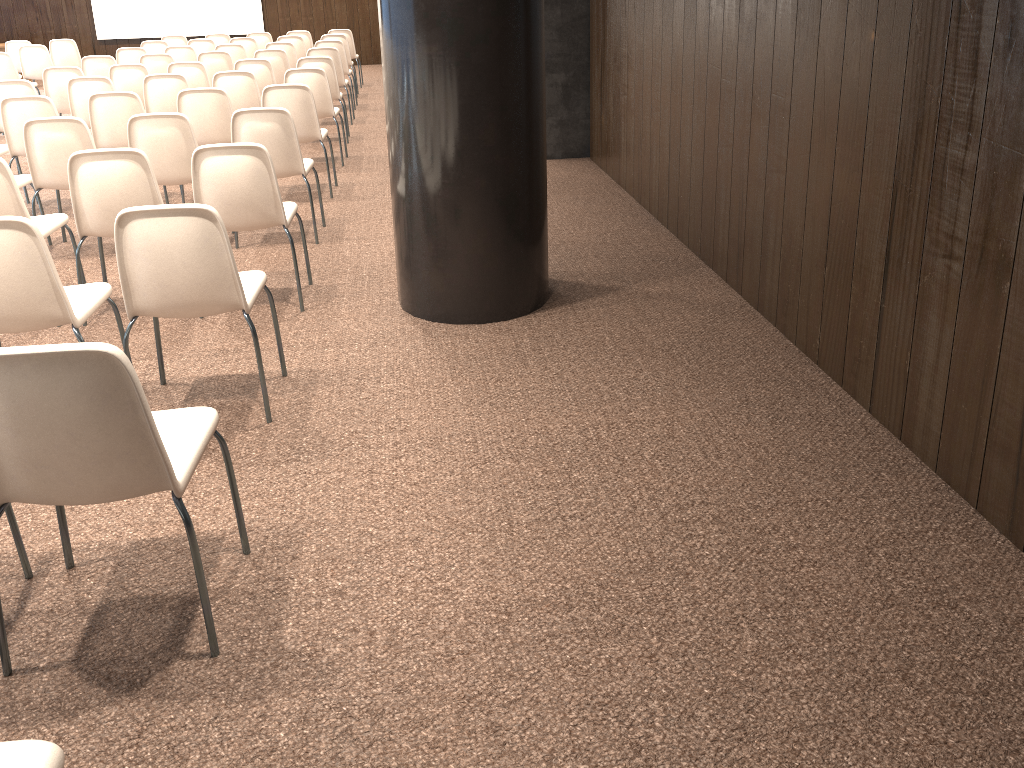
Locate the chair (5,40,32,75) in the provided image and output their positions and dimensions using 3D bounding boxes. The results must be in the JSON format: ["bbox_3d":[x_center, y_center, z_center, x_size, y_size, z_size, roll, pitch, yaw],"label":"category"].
[{"bbox_3d":[-7.183,-4.675,13.054,0.532,0.858,0.585,-4,21,-6],"label":"chair"}]

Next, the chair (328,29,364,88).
[{"bbox_3d":[-2.621,-5.064,13.609,0.532,0.858,0.585,-3,21,-4],"label":"chair"}]

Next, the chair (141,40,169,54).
[{"bbox_3d":[-4.869,-4.348,12.218,0.532,0.858,0.585,-4,21,-7],"label":"chair"}]

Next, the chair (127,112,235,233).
[{"bbox_3d":[-2.132,-1.318,5.587,0.532,0.858,0.585,-4,21,-5],"label":"chair"}]

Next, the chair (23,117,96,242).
[{"bbox_3d":[-2.725,-1.279,5.540,0.532,0.858,0.585,-3,21,-5],"label":"chair"}]

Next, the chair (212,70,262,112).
[{"bbox_3d":[-2.422,-2.402,7.917,0.532,0.858,0.585,-4,21,-6],"label":"chair"}]

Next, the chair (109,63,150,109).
[{"bbox_3d":[-3.755,-2.812,8.872,0.532,0.858,0.585,-4,21,-6],"label":"chair"}]

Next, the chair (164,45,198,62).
[{"bbox_3d":[-4.106,-3.854,11.117,0.532,0.858,0.585,-4,21,-5],"label":"chair"}]

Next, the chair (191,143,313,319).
[{"bbox_3d":[-1.367,-0.850,4.542,0.532,0.858,0.585,-4,21,-5],"label":"chair"}]

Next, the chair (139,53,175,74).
[{"bbox_3d":[-3.947,-3.346,10.024,0.532,0.858,0.585,-4,21,-6],"label":"chair"}]

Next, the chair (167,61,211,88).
[{"bbox_3d":[-3.206,-2.855,8.931,0.532,0.858,0.585,-3,21,-5],"label":"chair"}]

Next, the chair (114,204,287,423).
[{"bbox_3d":[-1.225,-0.329,3.422,0.532,0.858,0.585,-3,21,-5],"label":"chair"}]

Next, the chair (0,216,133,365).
[{"bbox_3d":[-1.825,-0.267,3.326,0.532,0.858,0.585,-4,21,-6],"label":"chair"}]

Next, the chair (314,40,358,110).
[{"bbox_3d":[-2.317,-4.022,11.368,0.532,0.858,0.585,-3,21,-5],"label":"chair"}]

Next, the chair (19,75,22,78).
[{"bbox_3d":[-7.013,-4.157,11.940,0.532,0.858,0.585,-4,21,-5],"label":"chair"}]

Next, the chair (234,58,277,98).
[{"bbox_3d":[-2.593,-2.919,9.031,0.532,0.858,0.585,-4,21,-6],"label":"chair"}]

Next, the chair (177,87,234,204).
[{"bbox_3d":[-2.288,-1.862,6.756,0.532,0.858,0.585,-4,21,-6],"label":"chair"}]

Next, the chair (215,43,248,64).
[{"bbox_3d":[-3.524,-3.916,11.214,0.532,0.858,0.585,-4,21,-6],"label":"chair"}]

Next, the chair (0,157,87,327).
[{"bbox_3d":[-2.564,-0.765,4.432,0.532,0.858,0.585,-4,21,-5],"label":"chair"}]

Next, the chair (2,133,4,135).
[{"bbox_3d":[-6.145,-3.183,9.808,0.532,0.858,0.585,-4,21,-6],"label":"chair"}]

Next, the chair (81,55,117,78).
[{"bbox_3d":[-4.558,-3.301,9.966,0.532,0.858,0.585,-3,21,-4],"label":"chair"}]

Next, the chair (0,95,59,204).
[{"bbox_3d":[-3.479,-1.755,6.601,0.532,0.858,0.585,-3,21,-4],"label":"chair"}]

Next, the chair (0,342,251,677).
[{"bbox_3d":[-1.039,0.211,2.258,0.532,0.858,0.585,-3,21,-4],"label":"chair"}]

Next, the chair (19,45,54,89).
[{"bbox_3d":[-6.406,-4.213,12.022,0.532,0.858,0.585,-4,21,-6],"label":"chair"}]

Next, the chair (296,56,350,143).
[{"bbox_3d":[-1.990,-2.960,9.083,0.532,0.858,0.585,-4,21,-7],"label":"chair"}]

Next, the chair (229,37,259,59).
[{"bbox_3d":[-3.710,-4.448,12.360,0.532,0.858,0.585,-4,21,-5],"label":"chair"}]

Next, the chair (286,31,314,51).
[{"bbox_3d":[-3.227,-5.008,13.526,0.532,0.858,0.585,-3,21,-4],"label":"chair"}]

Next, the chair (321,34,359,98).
[{"bbox_3d":[-2.498,-4.553,12.511,0.532,0.858,0.585,-4,21,-6],"label":"chair"}]

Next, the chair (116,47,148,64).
[{"bbox_3d":[-4.683,-3.815,11.069,0.532,0.858,0.585,-4,21,-7],"label":"chair"}]

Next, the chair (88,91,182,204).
[{"bbox_3d":[-2.899,-1.817,6.698,0.532,0.858,0.585,-3,21,-4],"label":"chair"}]

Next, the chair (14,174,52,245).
[{"bbox_3d":[-3.299,-1.214,5.436,0.532,0.858,0.585,-3,21,-4],"label":"chair"}]

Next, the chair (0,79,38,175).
[{"bbox_3d":[-4.232,-2.249,7.700,0.532,0.858,0.585,-4,21,-6],"label":"chair"}]

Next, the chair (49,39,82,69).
[{"bbox_3d":[-6.579,-4.716,13.106,0.532,0.858,0.585,-5,21,-8],"label":"chair"}]

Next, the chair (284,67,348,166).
[{"bbox_3d":[-1.820,-2.457,7.999,0.532,0.858,0.585,-3,21,-4],"label":"chair"}]

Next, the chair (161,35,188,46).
[{"bbox_3d":[-5.031,-4.855,13.310,0.532,0.858,0.585,-4,21,-7],"label":"chair"}]

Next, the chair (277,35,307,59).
[{"bbox_3d":[-3.096,-4.512,12.460,0.532,0.858,0.585,-5,21,-8],"label":"chair"}]

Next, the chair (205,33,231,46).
[{"bbox_3d":[-4.418,-4.920,13.411,0.532,0.858,0.585,-4,21,-7],"label":"chair"}]

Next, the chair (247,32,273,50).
[{"bbox_3d":[-3.805,-4.961,13.462,0.532,0.858,0.585,-3,21,-5],"label":"chair"}]

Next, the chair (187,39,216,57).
[{"bbox_3d":[-4.261,-4.404,12.300,0.532,0.858,0.585,-4,21,-6],"label":"chair"}]

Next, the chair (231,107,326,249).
[{"bbox_3d":[-1.541,-1.381,5.686,0.532,0.858,0.585,-3,21,-4],"label":"chair"}]

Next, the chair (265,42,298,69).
[{"bbox_3d":[-2.917,-3.960,11.272,0.532,0.858,0.585,-4,21,-6],"label":"chair"}]

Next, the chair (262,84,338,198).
[{"bbox_3d":[-1.688,-1.924,6.852,0.532,0.858,0.585,-3,21,-5],"label":"chair"}]

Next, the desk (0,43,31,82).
[{"bbox_3d":[-9.302,-5.287,14.690,2.105,0.695,0.675,-5,22,-7],"label":"desk"}]

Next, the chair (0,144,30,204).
[{"bbox_3d":[-4.053,-1.717,6.553,0.532,0.858,0.585,-4,21,-7],"label":"chair"}]

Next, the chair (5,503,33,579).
[{"bbox_3d":[-1.643,0.267,2.176,0.532,0.858,0.585,-3,21,-5],"label":"chair"}]

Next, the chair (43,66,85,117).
[{"bbox_3d":[-4.362,-2.756,8.790,0.532,0.858,0.585,-5,21,-8],"label":"chair"}]

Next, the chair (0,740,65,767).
[{"bbox_3d":[-0.919,0.722,1.160,0.532,0.858,0.585,-3,21,-5],"label":"chair"}]

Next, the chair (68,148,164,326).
[{"bbox_3d":[-1.942,-0.811,4.494,0.532,0.858,0.585,-4,21,-8],"label":"chair"}]

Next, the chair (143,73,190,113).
[{"bbox_3d":[-2.998,-2.355,7.853,0.532,0.858,0.585,-4,21,-7],"label":"chair"}]

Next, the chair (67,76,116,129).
[{"bbox_3d":[-3.617,-2.314,7.801,0.532,0.858,0.585,-4,21,-6],"label":"chair"}]

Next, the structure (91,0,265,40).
[{"bbox_3d":[-6.226,-7.355,16.216,3.038,1.727,0.071,-5,18,-7],"label":"structure"}]

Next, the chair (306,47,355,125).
[{"bbox_3d":[-2.150,-3.493,10.229,0.532,0.858,0.585,-4,21,-5],"label":"chair"}]

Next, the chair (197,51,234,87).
[{"bbox_3d":[-3.344,-3.408,10.120,0.532,0.858,0.585,-4,21,-6],"label":"chair"}]

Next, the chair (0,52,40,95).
[{"bbox_3d":[-6.238,-3.694,10.904,0.532,0.858,0.585,-3,21,-5],"label":"chair"}]

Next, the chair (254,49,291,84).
[{"bbox_3d":[-2.729,-3.454,10.181,0.532,0.858,0.585,-4,21,-5],"label":"chair"}]
